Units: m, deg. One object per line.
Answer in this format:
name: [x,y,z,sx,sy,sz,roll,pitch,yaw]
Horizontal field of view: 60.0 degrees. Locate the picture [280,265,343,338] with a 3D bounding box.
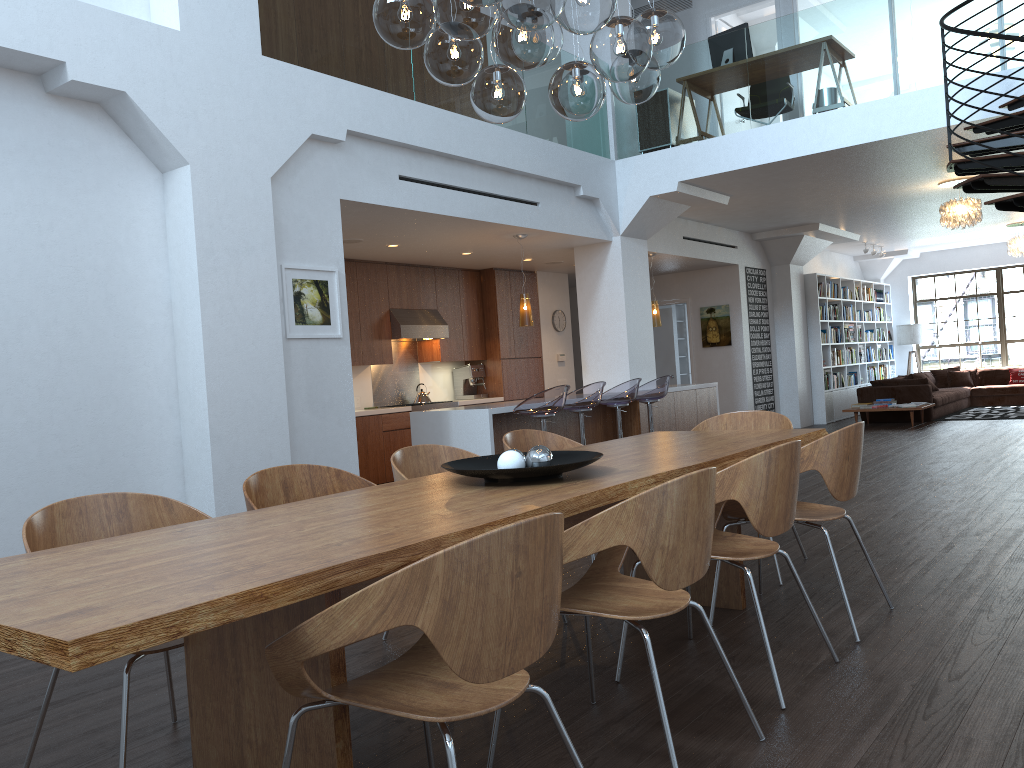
picture: [-1.399,-0.572,6.219,0.018,0.500,0.500,-4,1,37]

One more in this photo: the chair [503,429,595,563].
chair: [0.286,0.645,4.534,0.618,0.833,0.629,-4,1,35]

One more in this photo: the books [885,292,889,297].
books: [7.450,-1.720,17.714,0.140,0.231,0.042,-4,1,37]

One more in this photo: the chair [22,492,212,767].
chair: [-1.117,0.761,2.700,0.618,0.833,0.629,-4,1,37]

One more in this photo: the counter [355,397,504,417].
counter: [-1.660,0.312,9.641,0.600,0.050,4.387,-4,1,37]

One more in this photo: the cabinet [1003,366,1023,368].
cabinet: [9.855,-0.031,16.249,1.520,0.625,0.350,-4,1,37]

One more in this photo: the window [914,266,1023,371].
window: [10.092,-1.318,16.672,4.648,1.905,0.114,-4,1,37]

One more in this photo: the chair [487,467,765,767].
chair: [0.316,0.662,2.585,0.618,0.833,0.629,-4,1,37]

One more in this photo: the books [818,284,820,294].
books: [4.842,-1.496,14.257,0.182,0.215,0.188,-4,1,37]

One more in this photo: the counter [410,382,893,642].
counter: [0.606,0.579,7.645,3.039,0.860,8.182,-4,1,8]

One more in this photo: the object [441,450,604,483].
object: [0.039,0.307,3.233,0.592,0.066,0.592,-4,1,-5]

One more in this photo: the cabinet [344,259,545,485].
cabinet: [-1.415,-0.125,10.002,0.598,2.499,5.299,-4,1,37]

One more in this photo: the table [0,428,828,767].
table: [0.065,0.715,3.232,1.012,0.750,3.803,-4,1,37]

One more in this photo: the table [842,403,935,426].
table: [5.601,0.473,13.168,1.100,0.271,0.853,-4,1,37]

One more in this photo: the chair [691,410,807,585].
chair: [1.218,0.578,4.770,0.629,0.833,0.618,-4,1,32]

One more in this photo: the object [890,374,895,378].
object: [7.404,-0.140,17.613,0.331,0.088,0.410,-4,1,37]

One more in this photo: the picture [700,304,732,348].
picture: [3.007,-0.852,13.094,0.450,0.600,0.030,-4,1,37]

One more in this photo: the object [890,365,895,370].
object: [7.386,-0.315,17.616,0.316,0.088,0.410,-4,1,37]

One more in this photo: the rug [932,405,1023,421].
rug: [8.821,0.380,13.279,4.200,0.007,3.100,-4,1,39]

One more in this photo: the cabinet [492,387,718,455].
cabinet: [0.855,0.567,9.492,0.898,0.796,4.493,-4,1,37]

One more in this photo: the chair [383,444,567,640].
chair: [-0.197,0.685,3.922,0.618,0.833,0.629,-4,1,37]

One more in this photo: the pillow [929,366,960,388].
pillow: [8.075,-0.109,16.406,0.580,0.418,0.334,-4,1,10]

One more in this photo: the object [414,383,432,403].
object: [-1.079,0.109,10.632,0.222,0.235,0.222,-4,1,12]

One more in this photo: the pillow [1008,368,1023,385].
pillow: [9.061,-0.137,15.718,0.465,0.308,0.220,-4,1,33]

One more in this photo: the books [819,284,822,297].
books: [4.935,-1.506,14.381,0.161,0.218,0.101,-4,1,37]

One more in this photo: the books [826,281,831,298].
books: [5.223,-1.565,14.778,0.176,0.293,0.125,-4,1,37]

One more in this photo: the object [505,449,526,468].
object: [0.004,0.287,3.249,0.100,0.100,0.100,-4,1,-8]

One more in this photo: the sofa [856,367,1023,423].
sofa: [8.024,0.093,14.500,3.481,0.664,4.197,-4,1,37]

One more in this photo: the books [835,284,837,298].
books: [5.384,-1.554,14.975,0.174,0.243,0.085,-4,1,37]

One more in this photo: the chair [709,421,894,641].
chair: [1.225,0.585,3.815,0.617,0.830,0.629,-4,1,37]

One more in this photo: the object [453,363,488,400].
object: [-0.485,-0.031,11.300,0.439,0.455,0.284,-4,1,37]

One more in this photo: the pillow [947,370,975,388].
pillow: [8.171,-0.095,16.214,0.489,0.337,0.238,-4,1,7]

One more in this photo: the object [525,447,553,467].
object: [0.096,0.276,3.166,0.100,0.100,0.100,-4,1,-8]

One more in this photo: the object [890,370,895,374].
object: [7.398,-0.228,17.612,0.331,0.088,0.410,-4,1,37]

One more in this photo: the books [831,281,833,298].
books: [5.258,-1.566,14.831,0.197,0.290,0.136,-4,1,37]

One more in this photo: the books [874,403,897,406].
books: [5.669,0.310,13.457,0.312,0.037,0.216,-4,1,27]

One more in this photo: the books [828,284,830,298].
books: [5.177,-1.536,14.705,0.174,0.242,0.105,-4,1,37]

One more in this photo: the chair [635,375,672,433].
chair: [1.410,0.430,9.007,0.481,1.014,0.530,-4,1,39]

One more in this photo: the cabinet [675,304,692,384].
cabinet: [2.526,-0.697,15.321,0.527,2.991,2.630,-4,1,37]

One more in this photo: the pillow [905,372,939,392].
pillow: [7.007,-0.007,15.188,0.625,0.391,0.325,-4,1,-37]

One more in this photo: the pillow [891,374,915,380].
pillow: [6.233,0.037,13.983,0.269,0.411,0.559,-4,1,-7]

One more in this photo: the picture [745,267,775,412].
picture: [3.757,-0.560,13.363,0.021,2.380,0.800,-4,1,37]

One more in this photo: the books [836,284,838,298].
books: [5.444,-1.565,15.058,0.182,0.255,0.077,-4,1,37]

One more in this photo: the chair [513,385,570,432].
chair: [0.278,0.524,7.484,0.481,1.014,0.530,-4,1,39]

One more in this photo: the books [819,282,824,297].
books: [4.996,-1.528,14.470,0.170,0.251,0.118,-4,1,37]

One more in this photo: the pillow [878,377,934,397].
pillow: [6.106,0.090,13.748,0.750,0.364,0.289,-4,1,36]

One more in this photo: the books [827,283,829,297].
books: [5.142,-1.537,14.664,0.170,0.251,0.118,-4,1,37]

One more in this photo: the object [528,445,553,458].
object: [0.102,0.275,3.268,0.100,0.100,0.100,-4,1,-8]

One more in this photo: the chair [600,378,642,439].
chair: [1.031,0.461,8.504,0.481,1.014,0.530,-4,1,35]

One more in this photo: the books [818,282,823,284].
books: [4.969,-1.524,14.437,0.159,0.248,0.089,-4,1,37]

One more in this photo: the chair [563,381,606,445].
chair: [0.635,0.494,8.006,0.481,1.014,0.530,-4,1,35]

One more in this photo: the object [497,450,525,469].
object: [-0.002,0.286,3.146,0.100,0.100,0.100,-4,1,-8]

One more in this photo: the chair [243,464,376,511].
chair: [-0.656,0.723,3.313,0.618,0.833,0.629,-4,1,37]

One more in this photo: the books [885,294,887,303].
books: [7.340,-1.687,17.569,0.134,0.184,0.030,-4,1,37]

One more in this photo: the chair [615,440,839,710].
chair: [0.759,0.625,3.206,0.618,0.833,0.629,-4,1,39]

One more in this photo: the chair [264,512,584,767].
chair: [-0.163,0.701,1.970,0.618,0.833,0.629,-4,1,37]

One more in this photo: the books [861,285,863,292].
books: [6.358,-1.663,16.259,0.140,0.298,0.044,-4,1,37]

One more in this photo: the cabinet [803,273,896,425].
cabinet: [6.090,-0.663,16.042,0.461,2.414,4.500,-4,1,37]

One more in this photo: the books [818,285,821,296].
books: [4.890,-1.497,14.335,0.167,0.210,0.162,-4,1,37]
